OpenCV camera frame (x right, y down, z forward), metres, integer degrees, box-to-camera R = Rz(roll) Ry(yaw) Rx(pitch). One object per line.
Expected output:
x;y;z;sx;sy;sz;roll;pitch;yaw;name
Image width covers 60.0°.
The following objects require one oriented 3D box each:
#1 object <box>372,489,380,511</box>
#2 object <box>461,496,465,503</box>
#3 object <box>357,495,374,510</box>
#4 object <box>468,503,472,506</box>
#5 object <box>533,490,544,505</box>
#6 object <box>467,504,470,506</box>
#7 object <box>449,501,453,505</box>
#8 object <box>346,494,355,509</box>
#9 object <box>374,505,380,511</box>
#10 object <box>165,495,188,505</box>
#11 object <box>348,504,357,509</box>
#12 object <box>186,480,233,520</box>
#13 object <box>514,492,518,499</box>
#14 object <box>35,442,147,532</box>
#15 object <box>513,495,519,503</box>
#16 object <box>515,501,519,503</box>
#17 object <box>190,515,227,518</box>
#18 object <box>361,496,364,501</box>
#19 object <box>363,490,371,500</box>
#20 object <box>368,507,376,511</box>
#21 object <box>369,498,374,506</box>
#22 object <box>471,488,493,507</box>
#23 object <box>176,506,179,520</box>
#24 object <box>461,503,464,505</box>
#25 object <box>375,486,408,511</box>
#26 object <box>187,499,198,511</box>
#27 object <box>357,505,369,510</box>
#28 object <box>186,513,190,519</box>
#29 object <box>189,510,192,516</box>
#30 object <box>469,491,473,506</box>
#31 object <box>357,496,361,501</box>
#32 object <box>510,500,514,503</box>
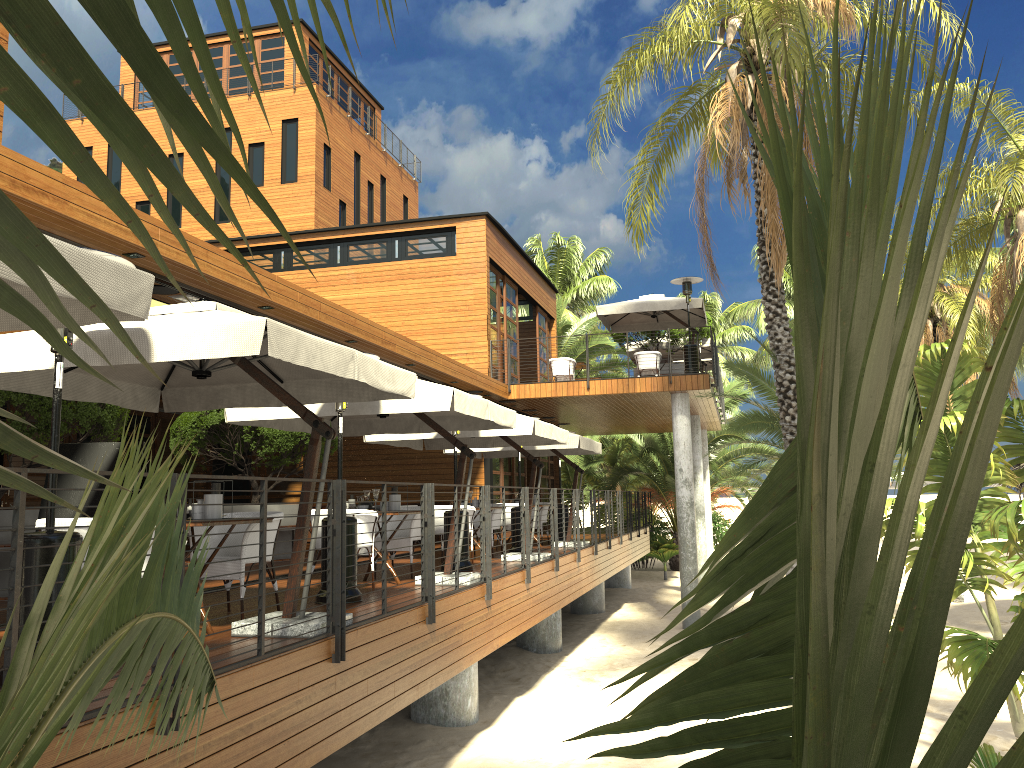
-1.412;1.206;9.209;0.082;0.227;0.082;-4;-9;15;object
-0.744;1.681;12.731;0.163;0.179;0.167;-4;-8;16;object
-1.574;1.275;9.499;0.163;0.179;0.167;-4;-8;16;object
-0.609;1.754;12.868;0.116;0.065;0.115;-3;-8;12;object
0.387;2.034;15.938;0.263;0.264;0.263;3;-9;-31;object
-0.632;1.716;12.485;0.080;0.042;0.080;2;-8;-24;object
-0.841;1.703;12.522;0.086;0.086;0.086;-4;-8;19;object
-2.994;2.170;16.380;0.263;0.264;0.263;3;-9;-30;object
-1.439;1.348;9.636;0.116;0.065;0.115;-3;-8;12;object
-2.404;0.868;6.254;0.168;0.179;0.162;-3;-8;12;object
-1.670;1.297;9.290;0.086;0.086;0.086;-4;-8;19;object
-2.115;0.811;6.188;0.263;0.264;0.263;3;-9;-31;object
0.079;2.096;16.237;0.082;0.227;0.082;-4;-9;15;object
-3.485;1.188;7.405;0.768;1.401;0.769;-1;-8;-1;object
0.096;2.092;16.006;0.163;0.179;0.167;-4;-8;16;object
0.111;2.121;15.785;0.116;0.065;0.115;-1;-8;-4;object
-2.278;0.983;6.553;0.294;0.025;0.170;-3;-8;14;object
-2.737;2.158;16.222;0.082;0.227;0.082;6;-11;-40;object
-1.590;1.279;9.730;0.082;0.227;0.082;-2;-8;3;object
-1.462;1.310;9.253;0.080;0.042;0.080;2;-8;-24;object
-2.619;2.191;16.286;0.163;0.179;0.167;3;-9;-26;object
-0.454;1.623;12.662;0.263;0.264;0.263;3;-9;-31;object
-2.244;0.800;5.967;0.082;0.227;0.082;-4;-9;15;object
-0.729;1.710;12.510;0.116;0.065;0.115;-3;-8;12;object
-1.283;1.218;9.430;0.263;0.264;0.263;3;-9;-31;object
-6.040;2.292;16.781;0.263;0.264;0.263;3;-9;-27;object
-1.559;1.304;9.278;0.116;0.065;0.115;-3;-8;12;object
-2.366;0.958;6.415;0.080;0.042;0.080;-2;-8;5;object
-2.271;0.941;6.394;0.116;0.065;0.116;-4;-8;18;object
-0.582;1.612;12.441;0.082;0.227;0.082;-4;-9;15;object
-2.875;2.216;16.635;0.082;0.227;0.082;2;-9;-24;object
0.000;2.114;15.797;0.086;0.086;0.086;-3;-8;14;object
